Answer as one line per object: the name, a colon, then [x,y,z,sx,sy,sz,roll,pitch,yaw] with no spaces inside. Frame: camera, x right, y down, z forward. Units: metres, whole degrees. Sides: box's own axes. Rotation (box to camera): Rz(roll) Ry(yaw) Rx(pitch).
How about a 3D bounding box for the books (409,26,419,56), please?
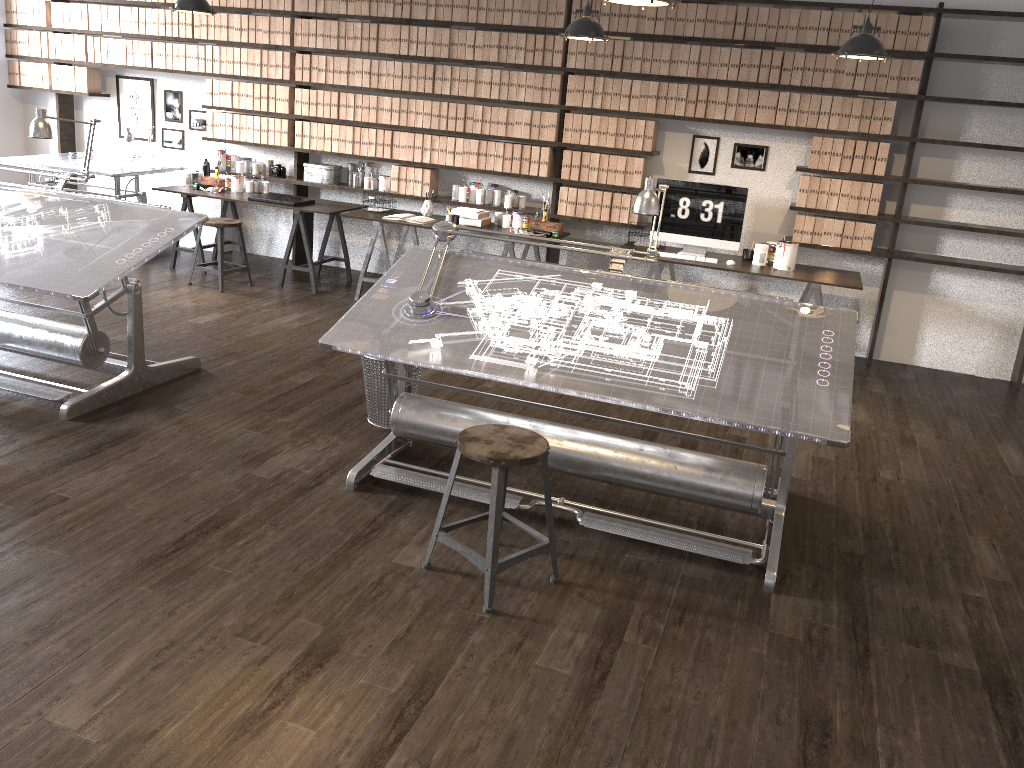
books: [-0.749,-2.719,7.044,0.067,0.222,0.176,10,17,17]

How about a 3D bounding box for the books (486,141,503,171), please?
books: [-0.139,-1.816,7.048,0.067,0.222,0.176,10,17,17]

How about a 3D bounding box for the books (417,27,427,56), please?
books: [-0.680,-2.705,7.021,0.067,0.223,0.176,10,17,17]

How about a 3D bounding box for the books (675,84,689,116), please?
books: [1.253,-2.074,6.475,0.067,0.222,0.176,10,17,17]

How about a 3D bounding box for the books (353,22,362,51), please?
books: [-1.214,-2.808,7.190,0.067,0.222,0.176,10,17,17]

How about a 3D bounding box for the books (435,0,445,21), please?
books: [-0.527,-2.945,6.913,0.067,0.222,0.176,10,17,17]

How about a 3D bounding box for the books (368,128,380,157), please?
books: [-1.122,-2.004,7.354,0.067,0.222,0.176,10,17,17]

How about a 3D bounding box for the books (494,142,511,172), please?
books: [-0.074,-1.802,7.023,0.067,0.222,0.176,10,17,17]

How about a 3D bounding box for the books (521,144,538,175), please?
books: [0.135,-1.764,6.962,0.067,0.222,0.176,10,17,17]

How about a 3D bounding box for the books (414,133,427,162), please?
books: [-0.727,-1.927,7.227,0.067,0.222,0.176,10,17,17]

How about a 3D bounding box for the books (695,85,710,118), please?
books: [1.390,-2.048,6.431,0.067,0.223,0.176,10,17,17]

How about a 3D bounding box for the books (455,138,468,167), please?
books: [-0.392,-1.864,7.125,0.067,0.222,0.176,10,17,17]

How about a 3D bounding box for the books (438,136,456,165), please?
books: [-0.525,-1.890,7.169,0.067,0.222,0.176,10,17,17]

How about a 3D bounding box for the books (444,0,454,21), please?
books: [-0.462,-2.931,6.890,0.067,0.222,0.176,10,17,17]

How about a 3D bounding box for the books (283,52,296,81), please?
books: [-1.850,-2.674,7.459,0.067,0.222,0.176,10,17,17]

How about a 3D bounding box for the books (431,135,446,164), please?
books: [-0.590,-1.904,7.192,0.067,0.222,0.176,10,17,17]

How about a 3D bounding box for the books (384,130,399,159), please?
books: [-0.985,-1.978,7.310,0.067,0.223,0.176,10,17,17]

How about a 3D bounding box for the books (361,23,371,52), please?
books: [-1.145,-2.796,7.173,0.067,0.222,0.176,10,17,17]

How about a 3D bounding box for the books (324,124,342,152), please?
books: [-1.509,-2.079,7.475,0.067,0.223,0.176,10,17,17]

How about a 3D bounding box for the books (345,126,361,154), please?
books: [-1.320,-2.042,7.414,0.067,0.223,0.176,10,17,17]

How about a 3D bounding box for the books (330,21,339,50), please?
books: [-1.411,-2.845,7.250,0.067,0.223,0.176,10,17,17]

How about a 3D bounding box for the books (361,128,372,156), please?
books: [-1.187,-2.018,7.379,0.067,0.222,0.176,10,17,17]

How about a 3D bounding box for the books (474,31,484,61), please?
books: [-0.223,-2.618,6.879,0.067,0.222,0.176,10,17,17]

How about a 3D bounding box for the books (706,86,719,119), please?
books: [1.461,-2.035,6.414,0.067,0.222,0.176,10,17,17]

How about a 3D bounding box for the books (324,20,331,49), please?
books: [-1.472,-2.859,7.274,0.067,0.222,0.176,10,17,17]

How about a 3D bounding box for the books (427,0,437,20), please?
books: [-0.594,-2.956,6.930,0.067,0.222,0.176,10,17,17]

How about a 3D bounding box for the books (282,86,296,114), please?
books: [-1.873,-2.409,7.525,0.067,0.223,0.176,10,17,17]

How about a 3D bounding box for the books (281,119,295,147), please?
books: [-1.900,-2.154,7.598,0.067,0.223,0.176,10,17,17]

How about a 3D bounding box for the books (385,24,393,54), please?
books: [-0.944,-2.757,7.107,0.067,0.222,0.176,10,17,17]

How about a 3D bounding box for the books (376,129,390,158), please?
books: [-1.054,-1.993,7.337,0.067,0.222,0.176,10,17,17]

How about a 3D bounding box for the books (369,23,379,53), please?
books: [-1.077,-2.781,7.146,0.067,0.223,0.176,10,17,17]

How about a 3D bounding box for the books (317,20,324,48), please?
books: [-1.532,-2.870,7.291,0.067,0.222,0.176,10,17,17]

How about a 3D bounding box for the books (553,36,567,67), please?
books: [0.374,-2.503,6.691,0.067,0.222,0.176,10,17,17]

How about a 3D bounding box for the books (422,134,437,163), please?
books: [-0.657,-1.915,7.209,0.067,0.222,0.176,10,17,17]

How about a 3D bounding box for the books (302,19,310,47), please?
books: [-1.666,-2.896,7.336,0.067,0.222,0.176,10,17,17]

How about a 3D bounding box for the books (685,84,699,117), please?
books: [1.321,-2.063,6.459,0.067,0.222,0.176,10,17,17]

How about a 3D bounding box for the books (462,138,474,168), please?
books: [-0.332,-1.853,7.108,0.067,0.222,0.176,10,17,17]

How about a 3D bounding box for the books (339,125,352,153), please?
books: [-1.381,-2.055,7.438,0.067,0.222,0.176,10,17,17]

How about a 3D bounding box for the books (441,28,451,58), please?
books: [-0.490,-2.668,6.960,0.067,0.223,0.176,10,17,17]

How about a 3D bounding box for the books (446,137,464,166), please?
books: [-0.461,-1.877,7.145,0.067,0.223,0.176,10,17,17]

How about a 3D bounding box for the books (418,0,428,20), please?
books: [-0.663,-2.968,6.948,0.067,0.222,0.176,10,17,17]

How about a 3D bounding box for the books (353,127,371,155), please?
books: [-1.254,-2.031,7.400,0.067,0.222,0.176,10,17,17]

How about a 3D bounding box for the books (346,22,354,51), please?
books: [-1.279,-2.822,7.215,0.067,0.222,0.176,10,17,17]

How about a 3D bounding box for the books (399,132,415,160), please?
books: [-0.853,-1.953,7.271,0.067,0.222,0.176,10,17,17]

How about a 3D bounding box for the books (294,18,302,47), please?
books: [-1.731,-2.909,7.358,0.067,0.222,0.176,10,17,17]

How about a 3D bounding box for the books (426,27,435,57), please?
books: [-0.611,-2.692,7.001,0.067,0.222,0.176,10,17,17]

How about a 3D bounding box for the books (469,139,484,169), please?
books: [-0.271,-1.840,7.084,0.067,0.223,0.176,10,17,17]

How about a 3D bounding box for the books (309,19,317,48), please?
books: [-1.601,-2.882,7.311,0.067,0.223,0.176,10,17,17]

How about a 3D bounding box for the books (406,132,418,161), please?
books: [-0.795,-1.940,7.248,0.067,0.223,0.176,10,17,17]

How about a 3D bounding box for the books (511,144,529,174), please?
books: [0.064,-1.776,6.979,0.067,0.223,0.176,10,17,17]

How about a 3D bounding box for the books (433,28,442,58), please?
books: [-0.551,-2.681,6.984,0.067,0.222,0.176,10,17,17]

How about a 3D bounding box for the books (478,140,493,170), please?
books: [-0.206,-1.829,7.069,0.067,0.222,0.176,10,17,17]

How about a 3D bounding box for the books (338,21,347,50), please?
books: [-1.346,-2.835,7.236,0.067,0.222,0.176,10,17,17]

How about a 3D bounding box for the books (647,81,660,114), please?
books: [1.055,-2.111,6.536,0.067,0.223,0.176,10,17,17]

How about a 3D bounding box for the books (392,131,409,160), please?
books: [-0.914,-1.966,7.293,0.067,0.222,0.176,10,17,17]

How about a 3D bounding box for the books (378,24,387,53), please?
books: [-1.005,-2.769,7.129,0.067,0.222,0.176,10,17,17]

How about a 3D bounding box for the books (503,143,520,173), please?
books: [-0.005,-1.791,7.006,0.067,0.222,0.176,10,17,17]
